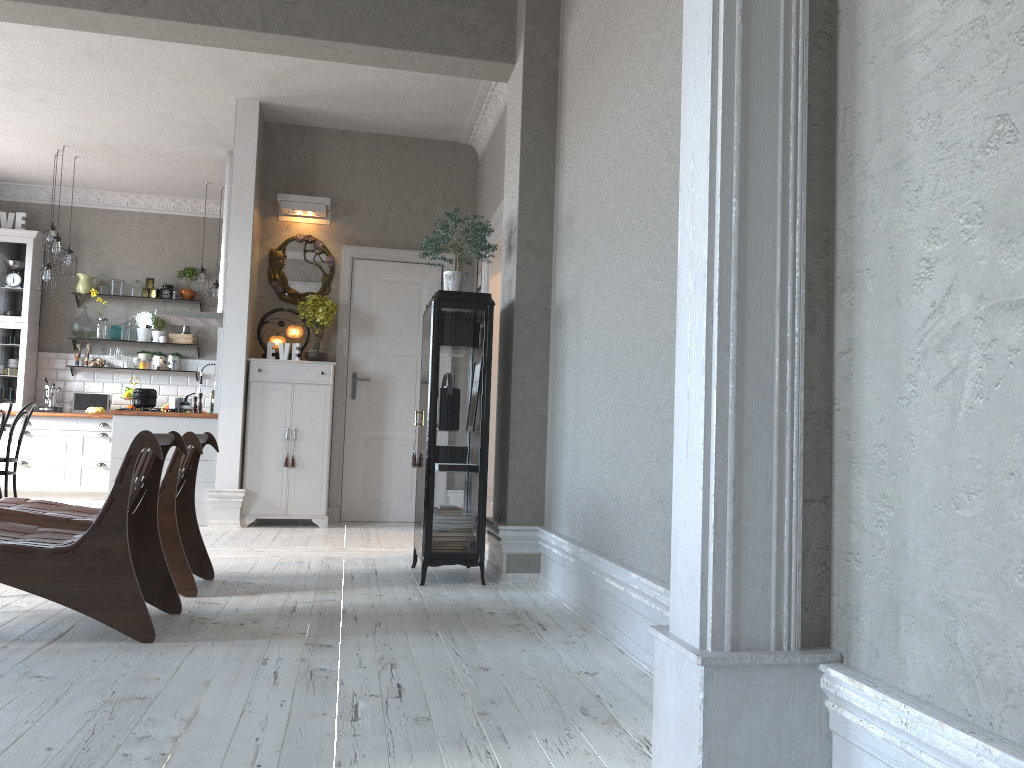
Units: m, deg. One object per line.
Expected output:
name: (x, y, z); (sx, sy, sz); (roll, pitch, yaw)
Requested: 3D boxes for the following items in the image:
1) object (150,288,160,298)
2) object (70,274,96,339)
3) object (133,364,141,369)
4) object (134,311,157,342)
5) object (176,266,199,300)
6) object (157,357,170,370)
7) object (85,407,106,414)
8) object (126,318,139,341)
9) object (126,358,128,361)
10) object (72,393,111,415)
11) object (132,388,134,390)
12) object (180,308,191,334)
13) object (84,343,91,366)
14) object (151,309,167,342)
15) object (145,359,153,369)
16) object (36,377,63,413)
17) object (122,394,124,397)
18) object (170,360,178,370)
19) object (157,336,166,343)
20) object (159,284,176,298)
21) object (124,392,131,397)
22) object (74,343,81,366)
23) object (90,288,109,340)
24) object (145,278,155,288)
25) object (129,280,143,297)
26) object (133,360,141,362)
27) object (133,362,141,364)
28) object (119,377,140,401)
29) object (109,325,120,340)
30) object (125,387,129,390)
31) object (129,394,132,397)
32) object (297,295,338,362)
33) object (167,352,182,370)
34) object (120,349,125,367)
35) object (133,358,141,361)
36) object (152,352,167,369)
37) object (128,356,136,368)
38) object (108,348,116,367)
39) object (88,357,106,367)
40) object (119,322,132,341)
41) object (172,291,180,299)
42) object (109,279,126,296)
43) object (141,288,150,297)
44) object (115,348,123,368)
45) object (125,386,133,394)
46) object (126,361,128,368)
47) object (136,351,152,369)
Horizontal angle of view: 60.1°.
object: (-3.935, -0.991, 9.753); (0.083, 0.113, 0.082); (2, -4, -1)
object: (-4.625, -0.826, 9.549); (0.341, 0.674, 0.330); (5, -5, -43)
object: (-4.073, -0.192, 9.612); (0.078, 0.051, 0.076); (3, -4, -19)
object: (-4.031, -0.630, 9.771); (0.244, 0.354, 0.235); (2, -4, 6)
object: (-3.580, -1.116, 9.843); (0.258, 0.397, 0.243); (1, -4, 13)
object: (-3.818, -0.223, 9.719); (0.121, 0.147, 0.098); (5, -5, -44)
object: (-4.345, 0.280, 9.250); (0.198, 0.083, 0.187); (3, -4, -11)
object: (-4.205, -0.588, 9.792); (0.132, 0.264, 0.131); (2, -4, -6)
object: (-4.190, -0.239, 9.709); (0.077, 0.083, 0.078); (2, -4, 6)
object: (-4.474, 0.216, 9.431); (0.355, 0.226, 0.087); (3, -4, -12)
object: (-4.019, 0.095, 9.546); (0.180, 0.096, 0.088); (1, -4, 8)
object: (-3.616, -0.687, 9.839); (0.133, 0.288, 0.128); (4, -4, -26)
object: (-4.593, -0.314, 9.593); (0.052, 0.264, 0.062); (0, -4, 25)
object: (-3.891, -0.639, 9.750); (0.166, 0.380, 0.188); (-1, -5, 39)
object: (-3.968, -0.213, 9.693); (0.079, 0.108, 0.077); (3, -4, -18)
object: (-4.839, 0.122, 9.266); (0.207, 0.370, 0.350); (3, -4, -11)
object: (-4.118, 0.136, 9.484); (0.097, 0.078, 0.099); (4, -4, -24)
object: (-3.708, -0.202, 9.724); (0.079, 0.108, 0.077); (3, -4, -18)
object: (-3.819, -0.487, 9.693); (0.105, 0.071, 0.063); (1, -4, 18)
object: (-3.822, -1.013, 9.831); (0.143, 0.174, 0.141); (3, -4, -11)
object: (-4.090, 0.117, 9.415); (0.059, 0.069, 0.079); (1, -4, 8)
object: (-4.700, -0.318, 9.586); (0.054, 0.264, 0.060); (5, -5, -40)
object: (-4.447, -0.752, 9.539); (0.194, 0.540, 0.277); (3, -4, -19)
object: (-3.983, -1.106, 9.741); (0.084, 0.113, 0.081); (4, -4, -31)
object: (-4.157, -1.047, 9.814); (0.137, 0.220, 0.143); (-1, -5, 38)
object: (-4.072, -0.227, 9.615); (0.077, 0.051, 0.077); (1, -4, 7)
object: (-4.072, -0.210, 9.613); (0.078, 0.051, 0.076); (3, -4, -19)
object: (-4.055, 0.136, 9.493); (0.358, 0.425, 0.346); (4, -4, -26)
object: (-4.340, -0.553, 9.697); (0.127, 0.172, 0.125); (2, -4, -8)
object: (-4.100, 0.055, 9.465); (0.074, 0.058, 0.050); (4, -5, -35)
object: (-4.053, 0.142, 9.437); (0.064, 0.061, 0.066); (3, -4, -11)
object: (-1.552, -0.443, 7.124); (0.293, 0.553, 0.345); (0, -4, 23)
object: (-3.744, -0.246, 9.834); (0.160, 0.213, 0.151); (3, -4, -14)
object: (-4.275, -0.278, 9.674); (0.083, 0.217, 0.080); (4, -4, -25)
object: (-4.071, -0.252, 9.616); (0.078, 0.051, 0.076); (4, -4, -26)
object: (-3.905, -0.255, 9.790); (0.171, 0.214, 0.149); (1, -4, 18)
object: (-4.146, -0.237, 9.643); (0.080, 0.139, 0.077); (5, -5, -39)
object: (-4.361, -0.281, 9.659); (0.083, 0.217, 0.080); (4, -4, -25)
object: (-4.490, -0.236, 9.587); (0.180, 0.111, 0.094); (4, -4, -34)
object: (-4.202, -0.569, 9.638); (0.124, 0.206, 0.126); (1, -4, 11)
object: (-3.696, -0.975, 9.756); (0.094, 0.096, 0.074); (3, -4, -11)
object: (-4.317, -1.043, 9.682); (0.169, 0.184, 0.175); (0, -4, 28)
object: (-4.022, -0.995, 9.738); (0.083, 0.113, 0.082); (3, -4, -11)
object: (-4.256, -0.283, 9.587); (0.083, 0.217, 0.080); (4, -4, -25)
object: (-4.034, 0.079, 9.474); (0.212, 0.101, 0.067); (2, -4, -6)
object: (-4.191, -0.206, 9.707); (0.077, 0.083, 0.078); (2, -4, 6)
object: (-4.057, -0.267, 9.748); (0.159, 0.217, 0.153); (4, -4, -32)
